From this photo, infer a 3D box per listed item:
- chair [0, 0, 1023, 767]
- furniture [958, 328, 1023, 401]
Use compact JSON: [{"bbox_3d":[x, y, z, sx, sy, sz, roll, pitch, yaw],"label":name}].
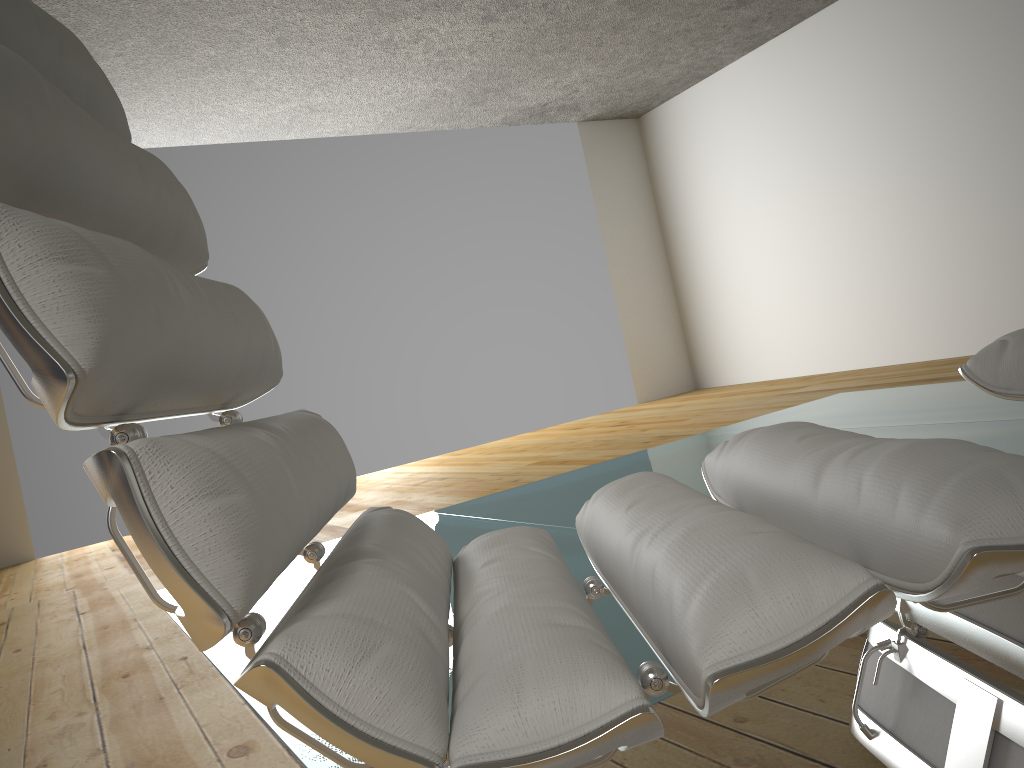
[{"bbox_3d":[-0.003,0.017,0.780,0.914,0.969,0.569,-12,0,-4],"label":"chair"},{"bbox_3d":[0.916,0.088,0.953,0.687,0.439,0.568,-12,0,-22],"label":"furniture"}]
